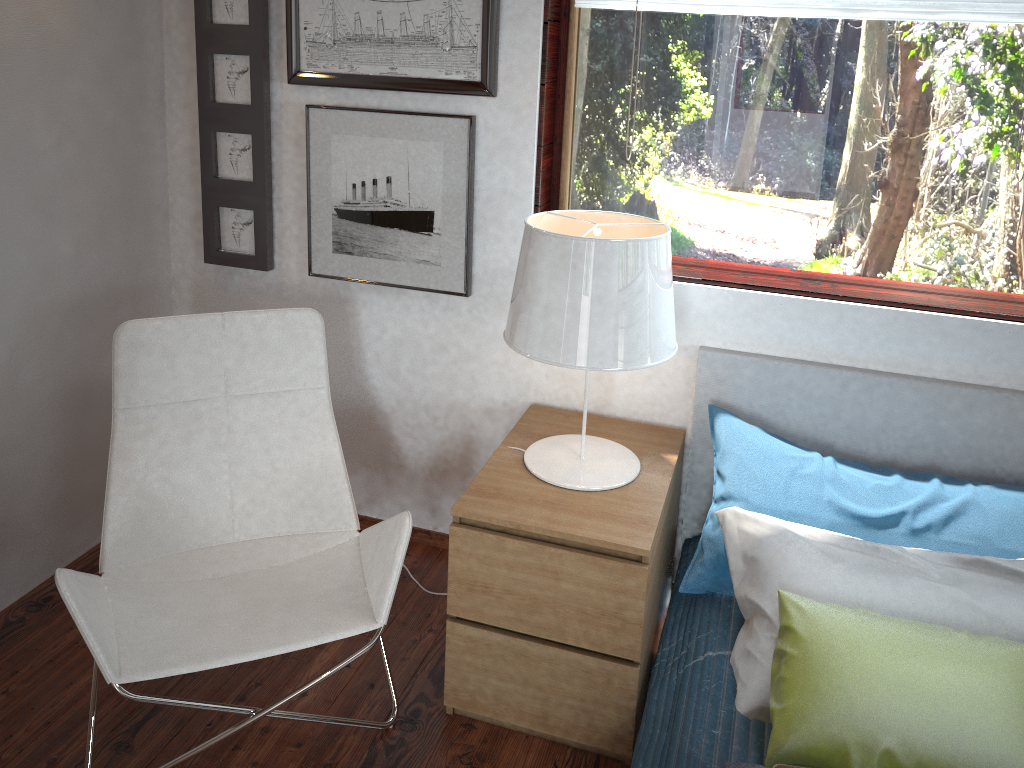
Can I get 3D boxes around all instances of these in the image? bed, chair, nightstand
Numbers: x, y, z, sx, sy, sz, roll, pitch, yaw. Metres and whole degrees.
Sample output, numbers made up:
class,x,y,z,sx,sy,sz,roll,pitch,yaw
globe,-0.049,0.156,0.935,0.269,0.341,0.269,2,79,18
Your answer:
class,x,y,z,sx,sy,sz,roll,pitch,yaw
bed,1.039,0.850,0.897,2.153,0.738,2.683,9,21,17
chair,-0.633,0.305,2.008,0.700,0.766,0.833,-4,18,-22
nightstand,0.152,0.450,2.137,0.430,0.519,0.633,7,18,16

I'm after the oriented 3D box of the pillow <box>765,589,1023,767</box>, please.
class,x,y,z,sx,sy,sz,roll,pitch,yaw
pillow,1.128,0.611,1.392,1.387,0.211,0.324,9,19,16

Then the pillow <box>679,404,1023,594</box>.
class,x,y,z,sx,sy,sz,roll,pitch,yaw
pillow,0.867,0.320,1.983,0.917,0.317,0.361,8,18,15

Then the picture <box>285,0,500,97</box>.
class,x,y,z,sx,sy,sz,roll,pitch,yaw
picture,-0.335,-0.975,2.357,0.630,0.349,0.043,9,13,17

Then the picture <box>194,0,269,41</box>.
class,x,y,z,sx,sy,sz,roll,pitch,yaw
picture,-0.800,-1.093,2.480,0.224,0.217,0.042,8,13,17

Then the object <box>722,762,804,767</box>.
class,x,y,z,sx,sy,sz,roll,pitch,yaw
object,1.056,0.867,0.920,2.152,0.390,0.651,13,21,25

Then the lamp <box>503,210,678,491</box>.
class,x,y,z,sx,sy,sz,roll,pitch,yaw
lamp,0.181,-0.089,2.042,0.407,0.566,0.422,6,16,14

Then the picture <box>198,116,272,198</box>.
class,x,y,z,sx,sy,sz,roll,pitch,yaw
picture,-0.817,-0.673,2.577,0.224,0.217,0.042,8,13,17

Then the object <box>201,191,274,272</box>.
class,x,y,z,sx,sy,sz,roll,pitch,yaw
object,-0.826,-0.463,2.625,0.224,0.217,0.042,8,13,17

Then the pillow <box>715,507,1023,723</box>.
class,x,y,z,sx,sy,sz,roll,pitch,yaw
pillow,0.815,0.467,1.686,0.876,0.345,0.493,7,19,12

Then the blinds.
class,x,y,z,sx,sy,sz,roll,pitch,yaw
blinds,0.764,-1.132,2.094,1.243,0.477,0.056,9,13,17

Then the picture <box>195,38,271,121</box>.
class,x,y,z,sx,sy,sz,roll,pitch,yaw
picture,-0.809,-0.883,2.528,0.224,0.217,0.042,8,13,17

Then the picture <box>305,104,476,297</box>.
class,x,y,z,sx,sy,sz,roll,pitch,yaw
picture,-0.349,-0.517,2.450,0.507,0.486,0.044,8,13,17
